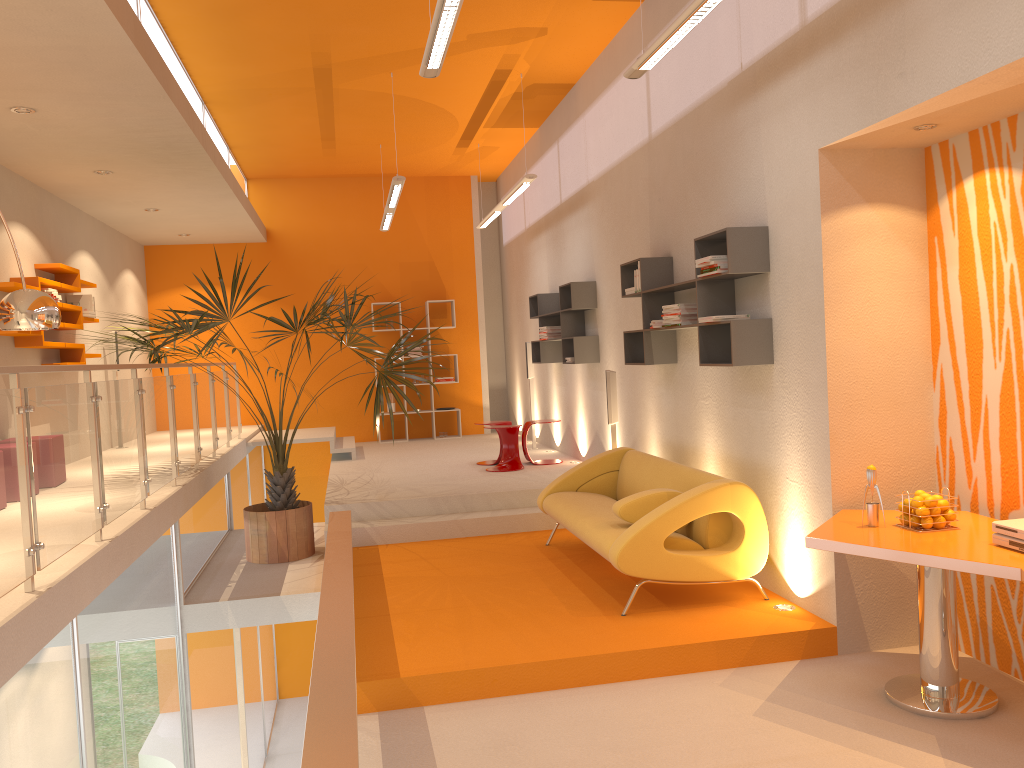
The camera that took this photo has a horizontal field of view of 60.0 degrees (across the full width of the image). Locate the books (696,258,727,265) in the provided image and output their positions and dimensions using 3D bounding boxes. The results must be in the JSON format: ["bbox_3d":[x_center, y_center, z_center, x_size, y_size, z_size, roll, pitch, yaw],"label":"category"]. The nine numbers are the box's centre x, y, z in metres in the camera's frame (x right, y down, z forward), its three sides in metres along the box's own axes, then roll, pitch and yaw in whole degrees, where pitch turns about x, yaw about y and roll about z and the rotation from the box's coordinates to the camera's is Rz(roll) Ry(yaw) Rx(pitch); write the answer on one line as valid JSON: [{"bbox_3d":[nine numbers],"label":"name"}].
[{"bbox_3d":[1.244,-0.730,5.277,0.254,0.015,0.190,-3,2,-4],"label":"books"}]

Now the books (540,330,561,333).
[{"bbox_3d":[0.443,-0.583,9.817,0.190,0.011,0.268,-3,2,-14],"label":"books"}]

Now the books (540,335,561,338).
[{"bbox_3d":[0.442,-0.525,9.829,0.190,0.015,0.254,-4,2,-19],"label":"books"}]

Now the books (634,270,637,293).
[{"bbox_3d":[1.032,-0.775,6.677,0.230,0.169,0.023,-3,2,-10],"label":"books"}]

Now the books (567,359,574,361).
[{"bbox_3d":[0.659,-0.241,8.820,0.190,0.015,0.254,-3,2,-4],"label":"books"}]

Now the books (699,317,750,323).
[{"bbox_3d":[1.263,-0.380,5.282,0.254,0.015,0.190,-3,2,-4],"label":"books"}]

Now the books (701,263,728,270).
[{"bbox_3d":[1.264,-0.699,5.277,0.190,0.015,0.254,-3,2,-9],"label":"books"}]

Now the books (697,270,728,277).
[{"bbox_3d":[1.261,-0.658,5.283,0.210,0.013,0.297,-3,2,-10],"label":"books"}]

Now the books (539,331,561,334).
[{"bbox_3d":[0.444,-0.571,9.814,0.210,0.013,0.297,-4,2,-15],"label":"books"}]

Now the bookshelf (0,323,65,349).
[{"bbox_3d":[-4.006,-0.416,7.346,0.220,0.220,1.150,-3,2,-10],"label":"bookshelf"}]

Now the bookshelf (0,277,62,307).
[{"bbox_3d":[-4.024,-0.773,7.333,0.220,0.220,1.150,-3,2,-10],"label":"bookshelf"}]

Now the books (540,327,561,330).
[{"bbox_3d":[0.437,-0.611,9.817,0.190,0.015,0.254,-3,2,-14],"label":"books"}]

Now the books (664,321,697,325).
[{"bbox_3d":[1.166,-0.410,5.964,0.190,0.011,0.268,-3,2,-14],"label":"books"}]

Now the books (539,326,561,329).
[{"bbox_3d":[0.449,-0.628,9.817,0.230,0.017,0.227,-4,2,-20],"label":"books"}]

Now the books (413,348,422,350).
[{"bbox_3d":[-1.419,-0.504,12.849,0.190,0.015,0.254,-3,2,-14],"label":"books"}]

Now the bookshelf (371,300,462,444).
[{"bbox_3d":[-0.340,1.085,12.179,3.516,4.600,1.107,-1,3,37],"label":"bookshelf"}]

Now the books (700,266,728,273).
[{"bbox_3d":[1.263,-0.683,5.269,0.190,0.015,0.254,-3,2,-14],"label":"books"}]

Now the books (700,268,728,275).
[{"bbox_3d":[1.261,-0.670,5.279,0.190,0.011,0.268,-3,2,-9],"label":"books"}]

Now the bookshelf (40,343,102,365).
[{"bbox_3d":[-4.213,-0.269,8.513,0.220,0.220,1.150,-3,2,-10],"label":"bookshelf"}]

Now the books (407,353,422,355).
[{"bbox_3d":[-1.416,-0.432,12.851,0.190,0.015,0.254,-3,2,-14],"label":"books"}]

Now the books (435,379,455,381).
[{"bbox_3d":[-0.973,-0.056,12.885,0.254,0.015,0.190,-3,2,-14],"label":"books"}]

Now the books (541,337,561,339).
[{"bbox_3d":[0.447,-0.512,9.820,0.190,0.011,0.268,-3,2,-14],"label":"books"}]

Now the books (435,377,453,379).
[{"bbox_3d":[-0.984,-0.086,12.872,0.227,0.017,0.230,-4,2,-15],"label":"books"}]

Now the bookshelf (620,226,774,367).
[{"bbox_3d":[1.178,-0.526,6.039,0.252,0.790,2.000,-3,2,-10],"label":"bookshelf"}]

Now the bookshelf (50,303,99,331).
[{"bbox_3d":[-4.231,-0.626,8.500,0.220,0.220,1.150,-3,2,-10],"label":"bookshelf"}]

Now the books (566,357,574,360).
[{"bbox_3d":[0.671,-0.258,8.818,0.230,0.017,0.227,-3,2,-10],"label":"books"}]

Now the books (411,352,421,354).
[{"bbox_3d":[-1.418,-0.447,12.843,0.190,0.015,0.254,-3,2,-9],"label":"books"}]

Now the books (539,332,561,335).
[{"bbox_3d":[0.453,-0.557,9.819,0.230,0.017,0.227,-4,2,-20],"label":"books"}]

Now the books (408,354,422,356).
[{"bbox_3d":[-1.412,-0.419,12.842,0.190,0.011,0.268,-3,2,-9],"label":"books"}]

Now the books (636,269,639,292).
[{"bbox_3d":[1.044,-0.774,6.624,0.230,0.169,0.027,-3,2,-10],"label":"books"}]

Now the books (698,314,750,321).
[{"bbox_3d":[1.264,-0.397,5.295,0.226,0.017,0.230,-3,2,-10],"label":"books"}]

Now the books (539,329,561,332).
[{"bbox_3d":[0.438,-0.596,9.826,0.190,0.015,0.254,-4,2,-19],"label":"books"}]

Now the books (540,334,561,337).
[{"bbox_3d":[0.441,-0.540,9.820,0.190,0.015,0.254,-3,2,-14],"label":"books"}]

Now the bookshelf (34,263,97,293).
[{"bbox_3d":[-4.250,-0.982,8.487,0.220,0.220,1.150,-3,2,-10],"label":"bookshelf"}]

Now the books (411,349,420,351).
[{"bbox_3d":[-1.415,-0.490,12.840,0.190,0.011,0.268,-3,2,-9],"label":"books"}]

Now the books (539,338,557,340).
[{"bbox_3d":[0.448,-0.500,9.816,0.210,0.013,0.297,-4,2,-15],"label":"books"}]

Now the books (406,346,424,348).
[{"bbox_3d":[-1.409,-0.535,12.838,0.230,0.017,0.227,-4,2,-15],"label":"books"}]

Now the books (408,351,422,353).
[{"bbox_3d":[-1.405,-0.464,12.841,0.230,0.017,0.227,-4,2,-15],"label":"books"}]

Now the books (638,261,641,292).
[{"bbox_3d":[1.052,-0.801,6.573,0.230,0.227,0.017,-3,2,-10],"label":"books"}]

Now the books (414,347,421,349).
[{"bbox_3d":[-1.422,-0.518,12.840,0.190,0.015,0.254,-3,2,-9],"label":"books"}]

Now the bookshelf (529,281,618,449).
[{"bbox_3d":[0.662,0.077,8.888,0.322,2.145,3.370,-3,2,-8],"label":"bookshelf"}]

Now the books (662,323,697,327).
[{"bbox_3d":[1.167,-0.398,5.960,0.210,0.013,0.297,-4,2,-15],"label":"books"}]

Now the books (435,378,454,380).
[{"bbox_3d":[-0.982,-0.071,12.886,0.254,0.015,0.190,-3,2,-9],"label":"books"}]

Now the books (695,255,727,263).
[{"bbox_3d":[1.245,-0.746,5.290,0.226,0.017,0.230,-3,2,-10],"label":"books"}]

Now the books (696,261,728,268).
[{"bbox_3d":[1.250,-0.714,5.277,0.230,0.017,0.226,-4,2,-15],"label":"books"}]

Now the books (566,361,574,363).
[{"bbox_3d":[0.662,-0.226,8.829,0.190,0.015,0.254,-3,2,-9],"label":"books"}]
